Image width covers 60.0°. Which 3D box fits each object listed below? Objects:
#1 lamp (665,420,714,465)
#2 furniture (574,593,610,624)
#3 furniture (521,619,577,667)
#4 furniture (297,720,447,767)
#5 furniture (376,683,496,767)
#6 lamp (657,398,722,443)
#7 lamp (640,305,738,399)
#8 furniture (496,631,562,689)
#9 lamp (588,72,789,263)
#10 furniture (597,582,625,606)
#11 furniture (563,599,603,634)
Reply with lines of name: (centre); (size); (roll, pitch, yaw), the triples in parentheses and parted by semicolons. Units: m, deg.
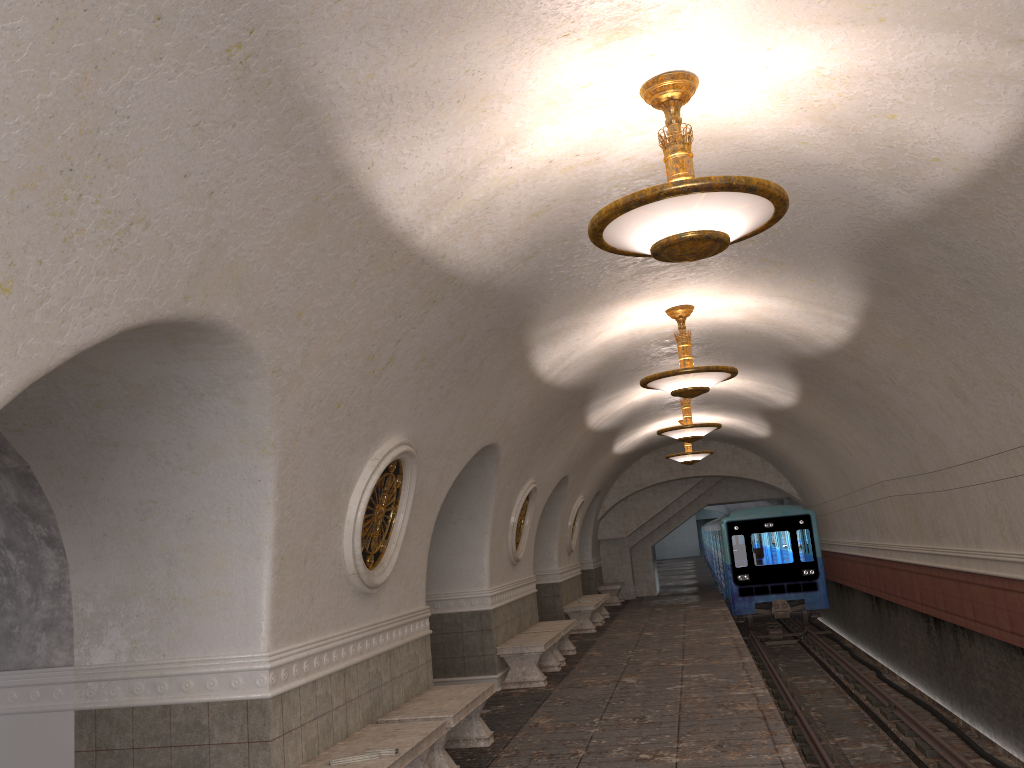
lamp: (3.685, 1.229, 18.589); (1.008, 0.955, 1.008); (2, -12, -33)
furniture: (1.752, 4.831, 19.048); (0.613, 0.508, 1.509); (-7, -11, 10)
furniture: (0.592, 3.877, 13.277); (0.613, 0.508, 1.509); (-7, -11, 10)
furniture: (-0.906, 2.645, 5.823); (0.613, 0.508, 1.509); (-7, -11, 10)
furniture: (-0.579, 2.914, 7.450); (0.613, 0.508, 1.509); (-7, -11, 10)
lamp: (2.745, 0.456, 13.915); (1.008, 0.955, 1.008); (-10, -12, 26)
lamp: (1.806, -0.316, 9.242); (1.008, 0.955, 1.008); (-10, -12, 26)
furniture: (0.265, 3.608, 11.650); (0.613, 0.508, 1.509); (-7, -11, 10)
lamp: (0.867, -1.089, 4.568); (1.008, 0.955, 1.008); (-4, -10, -6)
furniture: (2.650, 5.570, 23.520); (0.613, 0.508, 1.509); (-7, -11, 10)
furniture: (1.424, 4.562, 17.420); (0.613, 0.508, 1.509); (-7, -11, 10)
